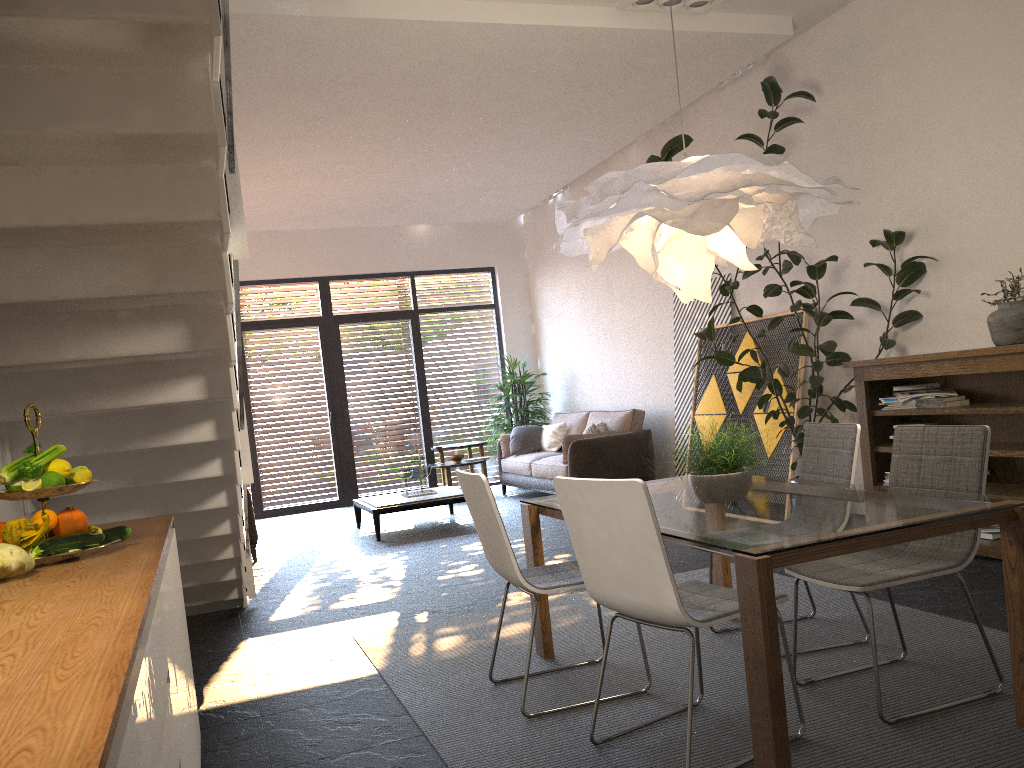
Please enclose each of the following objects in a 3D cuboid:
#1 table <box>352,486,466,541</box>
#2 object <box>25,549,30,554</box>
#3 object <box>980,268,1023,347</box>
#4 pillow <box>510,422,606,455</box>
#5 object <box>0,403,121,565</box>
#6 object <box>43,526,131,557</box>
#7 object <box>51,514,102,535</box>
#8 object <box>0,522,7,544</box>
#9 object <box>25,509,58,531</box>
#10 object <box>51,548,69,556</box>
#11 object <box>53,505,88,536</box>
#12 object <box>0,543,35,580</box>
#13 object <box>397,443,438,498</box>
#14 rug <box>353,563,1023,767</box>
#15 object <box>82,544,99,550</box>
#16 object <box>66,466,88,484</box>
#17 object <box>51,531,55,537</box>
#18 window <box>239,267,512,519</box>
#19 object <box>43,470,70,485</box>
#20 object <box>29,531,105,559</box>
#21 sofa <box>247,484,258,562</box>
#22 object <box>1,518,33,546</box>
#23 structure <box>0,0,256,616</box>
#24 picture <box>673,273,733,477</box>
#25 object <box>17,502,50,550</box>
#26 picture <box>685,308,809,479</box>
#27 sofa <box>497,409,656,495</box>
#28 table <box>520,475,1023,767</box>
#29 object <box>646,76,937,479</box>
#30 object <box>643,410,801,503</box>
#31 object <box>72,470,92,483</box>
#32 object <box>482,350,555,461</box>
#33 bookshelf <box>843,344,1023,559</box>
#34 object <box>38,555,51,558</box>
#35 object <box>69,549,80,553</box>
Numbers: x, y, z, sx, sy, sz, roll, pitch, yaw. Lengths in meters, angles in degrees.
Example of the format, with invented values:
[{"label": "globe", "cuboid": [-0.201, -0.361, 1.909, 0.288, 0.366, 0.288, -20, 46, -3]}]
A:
[{"label": "table", "cuboid": [-0.938, 1.245, 8.688, 1.047, 0.307, 1.116, -6, 0, -19]}, {"label": "object", "cuboid": [-1.284, 0.437, 2.277, 0.068, 0.051, 0.089, -6, 0, 37]}, {"label": "object", "cuboid": [2.720, -0.419, 4.835, 0.384, 0.413, 0.276, -7, 2, -41]}, {"label": "pillow", "cuboid": [0.488, 0.610, 9.717, 0.617, 0.343, 1.894, -6, 0, -19]}, {"label": "object", "cuboid": [-1.266, 0.262, 2.379, 0.351, 0.426, 0.352, -7, 1, -26]}, {"label": "object", "cuboid": [-1.166, 0.426, 2.410, 0.238, 0.048, 0.061, -6, 0, -39]}, {"label": "object", "cuboid": [-1.184, 0.382, 2.410, 0.154, 0.077, 0.078, -6, 1, 16]}, {"label": "object", "cuboid": [-1.370, 0.412, 2.351, 0.111, 0.111, 0.113, -7, 1, -43]}, {"label": "object", "cuboid": [-1.214, 0.355, 2.292, 0.059, 0.056, 0.127, -6, 0, -18]}, {"label": "object", "cuboid": [-1.155, 0.430, 2.262, 0.043, 0.020, 0.042, -6, 0, 32]}, {"label": "object", "cuboid": [-1.186, 0.371, 2.377, 0.086, 0.093, 0.085, -6, 1, -15]}, {"label": "object", "cuboid": [-1.246, 0.426, 2.100, 0.189, 0.083, 0.197, -6, 0, -10]}, {"label": "object", "cuboid": [-0.566, -1.249, 4.378, 0.365, 4.481, 8.903, -6, 0, -8]}, {"label": "rug", "cuboid": [0.877, 1.144, 3.369, 2.366, 0.006, 3.689, -6, -1, -20]}, {"label": "object", "cuboid": [-1.129, 0.437, 2.372, 0.042, 0.014, 0.043, -6, 0, -9]}, {"label": "object", "cuboid": [-1.198, 0.255, 2.444, 0.060, 0.054, 0.058, -6, 1, 15]}, {"label": "object", "cuboid": [-1.278, 0.430, 2.454, 0.088, 0.057, 0.085, -6, 0, 21]}, {"label": "window", "cuboid": [-2.276, 0.075, 11.335, 4.932, 3.035, 0.459, -6, 2, -19]}, {"label": "object", "cuboid": [-1.272, 0.266, 2.443, 0.101, 0.078, 0.096, -6, 1, -24]}, {"label": "object", "cuboid": [-1.169, 0.416, 2.316, 0.054, 0.044, 0.216, -6, 0, 27]}, {"label": "sofa", "cuboid": [-3.026, 1.161, 8.440, 0.991, 0.921, 2.323, -6, 0, -20]}, {"label": "object", "cuboid": [-1.290, 0.392, 2.325, 0.088, 0.079, 0.088, -6, 1, 16]}, {"label": "structure", "cuboid": [0.320, -2.989, 2.088, 4.225, 8.325, 8.465, -7, 1, -20]}, {"label": "picture", "cuboid": [1.717, 0.092, 8.008, 0.207, 2.023, 0.958, -7, 2, -20]}, {"label": "object", "cuboid": [-1.216, 0.362, 2.264, 0.125, 0.120, 0.061, -6, 2, 13]}, {"label": "picture", "cuboid": [1.867, 0.281, 7.256, 0.385, 1.608, 1.498, -7, 1, -20]}, {"label": "sofa", "cuboid": [0.639, 0.780, 9.732, 0.991, 0.921, 2.323, -6, 0, -20]}, {"label": "table", "cuboid": [0.840, 0.791, 3.336, 0.995, 0.715, 1.801, -6, 0, -20]}, {"label": "object", "cuboid": [1.895, -0.537, 6.126, 0.904, 3.206, 2.015, -8, 3, -42]}, {"label": "object", "cuboid": [0.795, 0.269, 3.329, 0.530, 0.368, 0.668, -6, 0, -24]}, {"label": "object", "cuboid": [-1.163, 0.254, 2.401, 0.045, 0.041, 0.047, -6, 1, 31]}, {"label": "object", "cuboid": [0.088, 0.452, 11.257, 0.915, 1.726, 0.974, -5, 2, 36]}, {"label": "bookshelf", "cuboid": [2.723, 0.378, 4.901, 0.450, 1.174, 1.920, -7, 0, -20]}, {"label": "object", "cuboid": [-1.232, 0.463, 2.338, 0.064, 0.014, 0.067, -6, -1, 37]}, {"label": "object", "cuboid": [-1.154, 0.441, 2.318, 0.043, 0.017, 0.041, -6, 0, 11]}]
